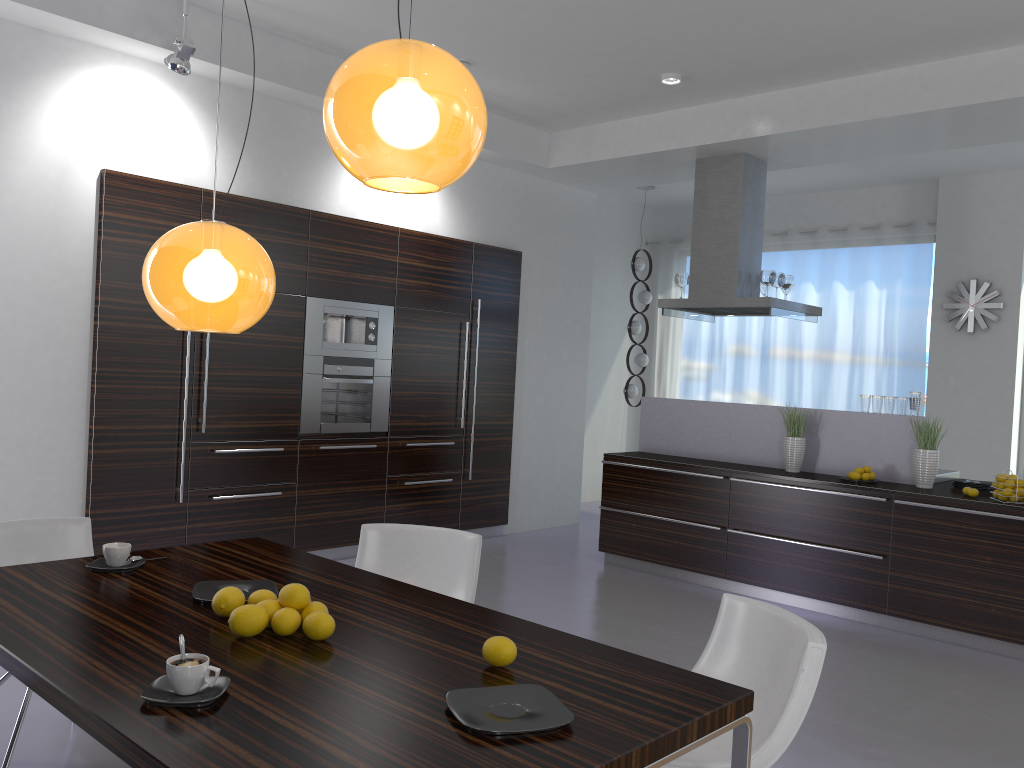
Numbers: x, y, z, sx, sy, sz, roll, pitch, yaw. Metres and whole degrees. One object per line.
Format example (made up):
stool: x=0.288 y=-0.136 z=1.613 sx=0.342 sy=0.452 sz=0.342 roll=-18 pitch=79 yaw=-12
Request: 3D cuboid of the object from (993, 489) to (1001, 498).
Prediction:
object: x=2.850 y=0.641 z=5.195 sx=0.060 sy=0.057 sz=0.052 roll=4 pitch=1 yaw=44

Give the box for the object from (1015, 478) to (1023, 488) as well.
object: x=2.914 y=0.567 z=5.078 sx=0.063 sy=0.053 sz=0.051 roll=2 pitch=1 yaw=-34

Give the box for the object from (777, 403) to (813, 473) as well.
object: x=1.952 y=0.363 z=6.176 sx=0.269 sy=0.502 sz=0.247 roll=4 pitch=1 yaw=43

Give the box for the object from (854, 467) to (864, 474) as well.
object: x=2.266 y=0.566 z=5.786 sx=0.053 sy=0.047 sz=0.061 roll=2 pitch=1 yaw=-44

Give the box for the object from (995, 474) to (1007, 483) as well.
object: x=2.852 y=0.551 z=5.171 sx=0.053 sy=0.051 sz=0.063 roll=3 pitch=1 yaw=0

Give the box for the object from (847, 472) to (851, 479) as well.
object: x=2.233 y=0.602 z=5.815 sx=0.053 sy=0.051 sz=0.063 roll=2 pitch=1 yaw=-43

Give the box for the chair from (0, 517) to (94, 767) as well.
chair: x=-1.671 y=0.924 z=3.162 sx=0.620 sy=0.805 sz=0.508 roll=4 pitch=1 yaw=38

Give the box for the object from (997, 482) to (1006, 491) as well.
object: x=2.854 y=0.596 z=5.152 sx=0.062 sy=0.053 sz=0.052 roll=3 pitch=1 yaw=15

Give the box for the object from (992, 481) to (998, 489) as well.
object: x=2.855 y=0.593 z=5.214 sx=0.053 sy=0.051 sz=0.063 roll=3 pitch=1 yaw=12

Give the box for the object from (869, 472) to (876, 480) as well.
object: x=2.343 y=0.600 z=5.784 sx=0.063 sy=0.053 sz=0.051 roll=3 pitch=1 yaw=-7

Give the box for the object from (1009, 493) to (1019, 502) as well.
object: x=2.878 y=0.651 z=5.081 sx=0.063 sy=0.053 sz=0.051 roll=2 pitch=1 yaw=-39

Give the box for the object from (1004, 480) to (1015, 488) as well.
object: x=2.859 y=0.575 z=5.098 sx=0.053 sy=0.052 sz=0.061 roll=2 pitch=1 yaw=-34

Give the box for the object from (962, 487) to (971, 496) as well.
object: x=2.735 y=0.644 z=5.322 sx=0.053 sy=0.051 sz=0.063 roll=3 pitch=1 yaw=12

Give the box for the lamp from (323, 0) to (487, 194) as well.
lamp: x=-0.198 y=-1.256 z=1.939 sx=0.359 sy=1.645 sz=0.358 roll=2 pitch=1 yaw=-37

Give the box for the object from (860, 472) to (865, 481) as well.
object: x=2.298 y=0.602 z=5.812 sx=0.057 sy=0.060 sz=0.071 roll=4 pitch=1 yaw=44

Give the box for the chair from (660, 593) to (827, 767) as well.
chair: x=0.512 y=1.050 z=2.508 sx=0.620 sy=0.805 sz=0.508 roll=3 pitch=1 yaw=-12

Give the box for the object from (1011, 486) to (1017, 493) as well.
object: x=2.903 y=0.613 z=5.104 sx=0.062 sy=0.053 sz=0.051 roll=2 pitch=1 yaw=-39

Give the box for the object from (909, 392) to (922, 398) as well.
object: x=2.643 y=0.111 z=5.818 sx=0.071 sy=0.119 sz=0.072 roll=3 pitch=1 yaw=-7

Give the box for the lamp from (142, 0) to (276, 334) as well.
lamp: x=-0.809 y=-1.133 z=2.495 sx=0.358 sy=1.974 sz=0.359 roll=2 pitch=1 yaw=-42

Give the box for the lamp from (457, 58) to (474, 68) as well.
lamp: x=-0.409 y=-1.905 z=6.152 sx=0.171 sy=0.511 sz=0.605 roll=3 pitch=1 yaw=-15

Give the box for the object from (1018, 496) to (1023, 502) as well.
object: x=2.946 y=0.656 z=5.124 sx=0.061 sy=0.055 sz=0.050 roll=3 pitch=1 yaw=-2

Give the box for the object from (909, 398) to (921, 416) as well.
object: x=2.641 y=0.150 z=5.818 sx=0.071 sy=0.119 sz=0.072 roll=3 pitch=1 yaw=-7

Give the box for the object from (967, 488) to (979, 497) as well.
object: x=2.733 y=0.645 z=5.258 sx=0.053 sy=0.051 sz=0.063 roll=2 pitch=1 yaw=-43

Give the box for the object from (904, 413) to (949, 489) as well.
object: x=2.621 y=0.408 z=5.591 sx=0.269 sy=0.502 sz=0.247 roll=3 pitch=1 yaw=-4

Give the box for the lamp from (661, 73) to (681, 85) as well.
lamp: x=1.076 y=-2.063 z=5.996 sx=0.132 sy=0.035 sz=0.132 roll=3 pitch=1 yaw=15

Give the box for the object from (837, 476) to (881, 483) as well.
object: x=2.264 y=0.627 z=5.793 sx=0.232 sy=0.020 sz=0.232 roll=2 pitch=1 yaw=-39

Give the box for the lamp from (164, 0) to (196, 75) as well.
lamp: x=-1.815 y=-1.958 z=4.885 sx=0.185 sy=0.511 sz=0.150 roll=4 pitch=1 yaw=43

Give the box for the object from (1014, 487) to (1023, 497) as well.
object: x=2.908 y=0.617 z=5.074 sx=0.061 sy=0.055 sz=0.051 roll=3 pitch=1 yaw=22

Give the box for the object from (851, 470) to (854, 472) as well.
object: x=2.265 y=0.599 z=5.861 sx=0.052 sy=0.054 sz=0.061 roll=3 pitch=1 yaw=0

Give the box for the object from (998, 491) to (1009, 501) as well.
object: x=2.853 y=0.648 z=5.134 sx=0.074 sy=0.063 sz=0.064 roll=3 pitch=1 yaw=-27

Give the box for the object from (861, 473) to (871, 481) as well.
object: x=2.293 y=0.603 z=5.754 sx=0.061 sy=0.054 sz=0.052 roll=3 pitch=1 yaw=20

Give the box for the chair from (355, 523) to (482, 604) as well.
chair: x=-0.435 y=0.986 z=3.397 sx=0.508 sy=0.805 sz=0.620 roll=3 pitch=1 yaw=13

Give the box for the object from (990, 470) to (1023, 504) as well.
object: x=2.912 y=0.594 z=5.141 sx=0.189 sy=0.174 sz=0.207 roll=3 pitch=1 yaw=8

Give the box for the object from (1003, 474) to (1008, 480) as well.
object: x=2.885 y=0.556 z=5.212 sx=0.052 sy=0.060 sz=0.057 roll=4 pitch=1 yaw=31

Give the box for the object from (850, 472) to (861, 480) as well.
object: x=2.229 y=0.598 z=5.756 sx=0.070 sy=0.058 sz=0.060 roll=4 pitch=1 yaw=42

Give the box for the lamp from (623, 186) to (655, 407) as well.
lamp: x=1.385 y=-0.935 z=9.577 sx=0.180 sy=2.370 sz=0.367 roll=4 pitch=1 yaw=36

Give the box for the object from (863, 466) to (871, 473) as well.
object: x=2.319 y=0.558 z=5.794 sx=0.053 sy=0.048 sz=0.063 roll=3 pitch=1 yaw=9

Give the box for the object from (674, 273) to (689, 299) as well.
object: x=1.385 y=-0.792 z=7.246 sx=0.125 sy=0.221 sz=0.125 roll=3 pitch=1 yaw=-23

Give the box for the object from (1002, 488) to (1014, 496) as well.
object: x=2.838 y=0.621 z=5.080 sx=0.061 sy=0.054 sz=0.052 roll=3 pitch=1 yaw=20

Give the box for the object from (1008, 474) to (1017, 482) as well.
object: x=2.907 y=0.551 z=5.147 sx=0.051 sy=0.053 sz=0.063 roll=4 pitch=1 yaw=44
